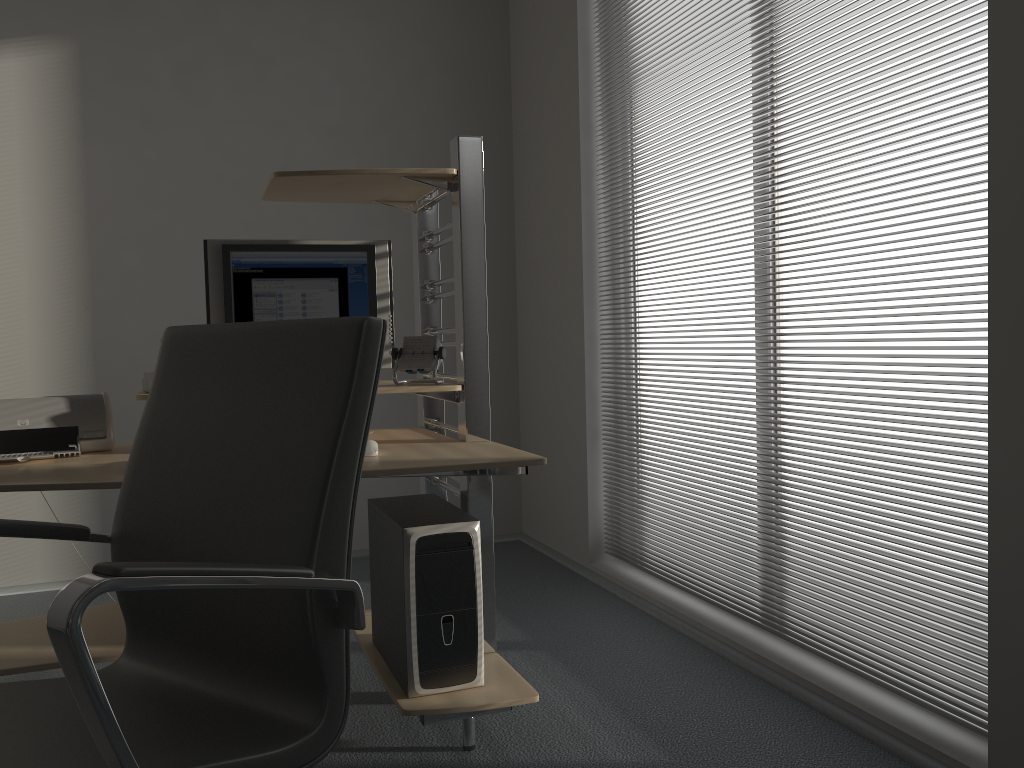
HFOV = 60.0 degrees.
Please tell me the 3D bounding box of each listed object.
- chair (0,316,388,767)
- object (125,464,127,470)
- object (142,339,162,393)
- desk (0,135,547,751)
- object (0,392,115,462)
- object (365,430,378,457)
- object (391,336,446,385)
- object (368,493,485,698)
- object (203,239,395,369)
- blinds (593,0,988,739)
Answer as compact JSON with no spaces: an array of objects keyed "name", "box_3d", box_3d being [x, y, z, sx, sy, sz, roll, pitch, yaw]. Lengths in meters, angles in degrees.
[{"name":"chair","box_3d":[-0.550,0.440,1.181,0.584,1.048,0.652,1,3,36]},{"name":"object","box_3d":[-0.720,0.188,2.394,0.478,0.082,0.814,-2,3,-12]},{"name":"object","box_3d":[-0.942,-0.055,2.457,0.150,0.151,0.119,-3,3,-34]},{"name":"desk","box_3d":[-0.771,0.135,2.265,1.469,1.566,0.967,-2,3,-20]},{"name":"object","box_3d":[-1.286,0.114,2.333,0.438,0.162,0.351,-3,3,-28]},{"name":"object","box_3d":[-0.410,0.170,2.538,0.168,0.088,0.742,-2,3,-18]},{"name":"object","box_3d":[-0.260,-0.067,2.496,0.154,0.135,0.093,-1,3,17]},{"name":"object","box_3d":[-0.239,0.548,2.393,0.199,0.422,0.471,-2,3,-20]},{"name":"object","box_3d":[-0.606,-0.204,2.599,0.516,0.418,0.245,-2,3,-5]},{"name":"blinds","box_3d":[0.707,-0.623,2.786,0.037,2.749,1.950,-2,3,-20]}]
